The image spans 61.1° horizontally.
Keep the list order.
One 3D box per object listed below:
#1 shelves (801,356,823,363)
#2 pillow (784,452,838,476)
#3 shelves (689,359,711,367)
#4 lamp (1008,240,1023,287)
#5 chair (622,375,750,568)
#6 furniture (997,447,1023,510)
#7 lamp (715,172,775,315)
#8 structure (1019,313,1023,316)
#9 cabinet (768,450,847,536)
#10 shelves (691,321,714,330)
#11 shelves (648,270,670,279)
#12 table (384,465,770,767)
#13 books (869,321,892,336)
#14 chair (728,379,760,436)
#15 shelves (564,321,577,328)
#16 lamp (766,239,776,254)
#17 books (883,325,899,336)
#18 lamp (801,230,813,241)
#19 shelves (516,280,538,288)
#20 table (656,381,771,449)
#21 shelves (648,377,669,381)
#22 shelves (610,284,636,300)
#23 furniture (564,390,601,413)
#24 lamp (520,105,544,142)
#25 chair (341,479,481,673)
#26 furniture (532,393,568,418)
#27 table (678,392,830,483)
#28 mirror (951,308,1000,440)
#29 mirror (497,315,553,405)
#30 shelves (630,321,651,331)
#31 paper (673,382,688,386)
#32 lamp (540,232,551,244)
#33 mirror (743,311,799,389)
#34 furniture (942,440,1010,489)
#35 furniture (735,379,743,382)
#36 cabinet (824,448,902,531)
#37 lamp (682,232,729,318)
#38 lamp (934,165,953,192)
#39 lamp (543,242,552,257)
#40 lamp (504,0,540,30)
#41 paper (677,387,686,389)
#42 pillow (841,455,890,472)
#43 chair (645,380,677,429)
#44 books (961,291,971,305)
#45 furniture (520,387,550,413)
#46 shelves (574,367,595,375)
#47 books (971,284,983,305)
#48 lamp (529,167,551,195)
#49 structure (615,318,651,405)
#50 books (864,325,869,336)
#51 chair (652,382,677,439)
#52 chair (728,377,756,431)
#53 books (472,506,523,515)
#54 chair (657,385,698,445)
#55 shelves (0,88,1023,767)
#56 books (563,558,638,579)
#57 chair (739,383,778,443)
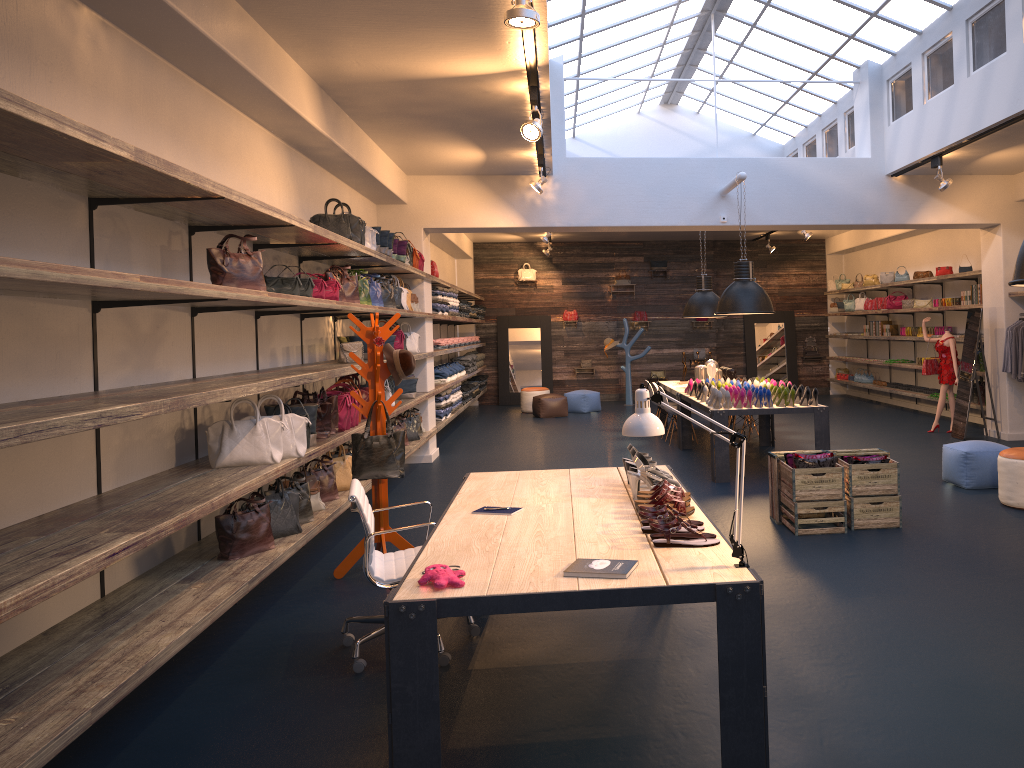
[{"bbox_3d":[6.737,-0.540,19.492,0.459,0.157,0.242,-1,2,-4],"label":"shelves"},{"bbox_3d":[2.329,0.693,6.814,0.361,0.349,0.432,-1,2,-1],"label":"pillow"},{"bbox_3d":[4.153,-0.462,19.194,0.459,0.183,0.242,-1,2,-4],"label":"shelves"},{"bbox_3d":[2.311,-1.223,3.434,0.756,1.647,0.644,-2,1,-33],"label":"lamp"},{"bbox_3d":[0.659,0.338,3.248,0.513,0.745,0.179,0,1,36],"label":"chair"},{"bbox_3d":[4.478,0.802,7.447,0.582,0.480,0.579,-1,2,1],"label":"furniture"},{"bbox_3d":[2.666,-1.632,10.028,0.725,1.647,0.674,-1,0,-10],"label":"lamp"},{"bbox_3d":[6.494,-0.651,7.173,0.039,0.039,8.659,-1,3,3],"label":"structure"},{"bbox_3d":[3.390,0.836,6.723,2.728,0.548,0.764,-1,2,9],"label":"cabinet"},{"bbox_3d":[4.217,-1.300,19.227,0.503,0.184,0.199,-2,2,-5],"label":"shelves"},{"bbox_3d":[3.235,-2.412,19.099,0.459,0.179,0.242,-1,2,-4],"label":"shelves"},{"bbox_3d":[0.295,0.966,4.069,1.245,0.740,2.521,-1,3,1],"label":"table"},{"bbox_3d":[7.168,-1.084,16.886,0.241,0.288,0.633,-1,3,0],"label":"books"},{"bbox_3d":[3.403,0.343,12.738,0.553,0.801,0.459,-1,1,-3],"label":"chair"},{"bbox_3d":[1.279,-1.293,18.870,0.308,0.157,0.242,-1,2,-3],"label":"shelves"},{"bbox_3d":[5.405,-2.864,18.160,0.221,0.327,0.196,0,1,42],"label":"lamp"},{"bbox_3d":[7.155,-1.014,16.398,0.183,0.213,0.327,-1,2,0],"label":"books"},{"bbox_3d":[5.264,-2.699,15.513,0.221,0.327,0.196,0,1,42],"label":"lamp"},{"bbox_3d":[0.325,-2.152,18.768,0.459,0.157,0.242,-1,2,-4],"label":"shelves"},{"bbox_3d":[2.874,0.386,12.701,1.245,0.740,2.521,-1,3,1],"label":"table"},{"bbox_3d":[3.218,-0.055,19.084,0.459,0.157,0.242,-1,2,-4],"label":"shelves"},{"bbox_3d":[2.427,-2.013,19.004,0.567,0.317,0.241,-1,1,-5],"label":"shelves"},{"bbox_3d":[1.362,0.325,16.831,0.597,0.423,0.701,1,3,38],"label":"furniture"},{"bbox_3d":[0.188,-2.075,6.916,0.272,0.315,0.165,-2,1,-38],"label":"lamp"},{"bbox_3d":[-0.501,0.915,4.407,0.713,0.836,0.651,-2,1,-22],"label":"chair"},{"bbox_3d":[0.703,0.387,16.041,0.684,0.423,0.614,-2,2,-18],"label":"furniture"},{"bbox_3d":[2.739,0.543,10.165,1.245,0.740,2.521,-1,3,1],"label":"table"},{"bbox_3d":[6.263,-0.148,11.787,0.529,1.765,0.499,-1,0,-2],"label":"mirror"},{"bbox_3d":[0.287,-0.519,18.759,1.175,1.918,0.262,-1,0,-6],"label":"mirror"},{"bbox_3d":[2.824,-1.273,19.045,0.459,0.210,0.242,-1,2,-4],"label":"shelves"},{"bbox_3d":[2.582,-0.006,13.051,0.327,0.014,0.737,-1,4,10],"label":"paper"},{"bbox_3d":[0.585,-2.573,15.065,0.221,0.327,0.196,0,1,42],"label":"lamp"},{"bbox_3d":[5.786,-0.673,19.387,1.175,1.918,0.262,-1,0,-6],"label":"mirror"},{"bbox_3d":[4.558,0.766,8.477,0.659,0.423,0.639,-1,2,-3],"label":"furniture"},{"bbox_3d":[4.693,0.118,18.602,0.582,0.480,0.579,-1,2,1],"label":"furniture"},{"bbox_3d":[2.827,0.833,6.965,0.476,0.548,0.551,-1,2,-1],"label":"cabinet"},{"bbox_3d":[2.808,-1.799,12.729,0.646,1.647,0.754,-1,1,35],"label":"lamp"},{"bbox_3d":[4.966,-2.359,10.025,0.225,0.327,0.192,-1,1,26],"label":"lamp"},{"bbox_3d":[0.726,-2.736,17.693,0.221,0.327,0.196,0,1,42],"label":"lamp"},{"bbox_3d":[0.047,-1.883,4.321,0.186,0.376,0.171,-1,1,-13],"label":"lamp"},{"bbox_3d":[2.628,0.038,12.318,0.307,0.014,0.783,2,5,40],"label":"paper"},{"bbox_3d":[2.814,0.708,6.966,0.312,0.319,0.455,-1,2,0],"label":"pillow"},{"bbox_3d":[2.318,0.332,13.294,0.553,0.801,0.459,-1,1,-3],"label":"chair"},{"bbox_3d":[6.832,-1.279,12.917,0.181,0.210,0.316,-1,2,1],"label":"books"},{"bbox_3d":[0.457,0.309,16.936,0.582,0.480,0.579,-1,2,1],"label":"furniture"},{"bbox_3d":[1.589,-0.283,18.902,0.459,0.143,0.242,-1,3,-4],"label":"shelves"},{"bbox_3d":[6.837,-1.291,12.448,0.241,0.288,0.633,-1,3,0],"label":"books"},{"bbox_3d":[0.297,-2.234,9.596,0.260,0.327,0.167,-2,1,-33],"label":"lamp"},{"bbox_3d":[2.454,-0.466,18.074,0.909,1.807,0.183,-1,0,22],"label":"structure"},{"bbox_3d":[7.163,-1.073,17.355,0.181,0.210,0.316,-1,2,1],"label":"books"},{"bbox_3d":[2.324,0.372,12.627,0.539,0.801,0.471,-1,1,5],"label":"chair"},{"bbox_3d":[3.502,0.300,13.405,0.549,0.801,0.463,-1,1,-1],"label":"chair"},{"bbox_3d":[-0.067,0.592,4.094,0.194,0.018,0.145,0,4,19],"label":"books"},{"bbox_3d":[2.287,0.414,11.963,0.553,0.801,0.459,-1,1,-3],"label":"chair"},{"bbox_3d":[2.745,-0.320,10.714,8.713,2.226,16.720,-1,3,1],"label":"shelves"},{"bbox_3d":[0.315,0.648,3.055,0.218,0.017,0.185,0,4,15],"label":"books"},{"bbox_3d":[3.432,0.383,12.072,0.561,0.801,0.452,-1,1,-9],"label":"chair"}]
